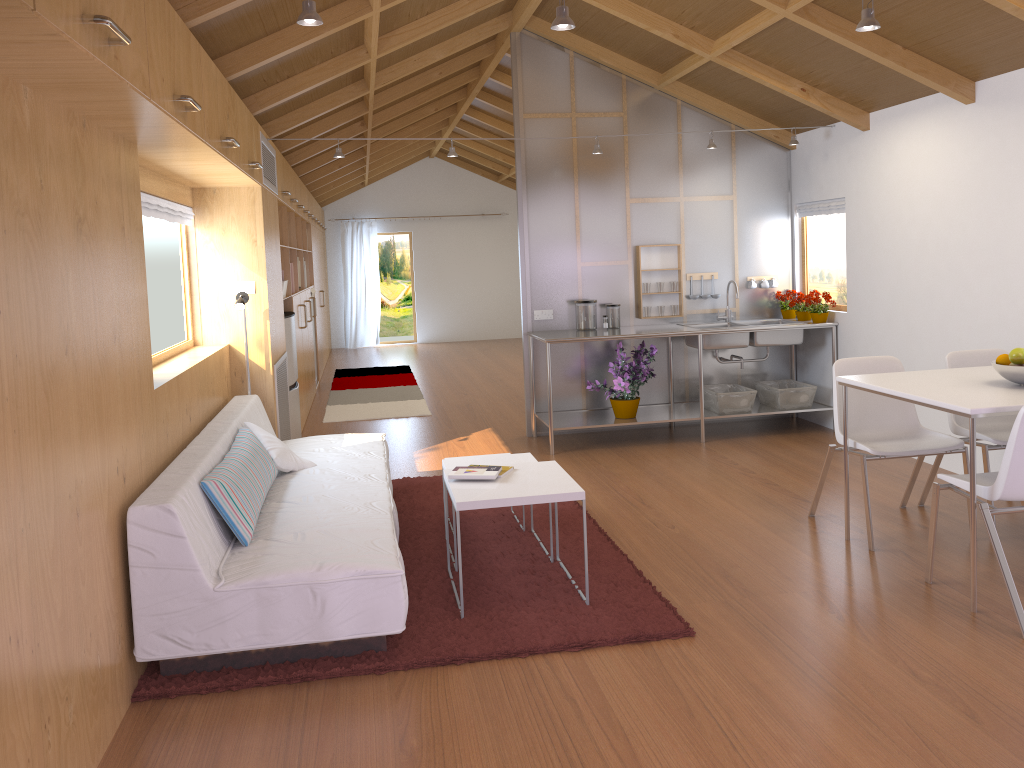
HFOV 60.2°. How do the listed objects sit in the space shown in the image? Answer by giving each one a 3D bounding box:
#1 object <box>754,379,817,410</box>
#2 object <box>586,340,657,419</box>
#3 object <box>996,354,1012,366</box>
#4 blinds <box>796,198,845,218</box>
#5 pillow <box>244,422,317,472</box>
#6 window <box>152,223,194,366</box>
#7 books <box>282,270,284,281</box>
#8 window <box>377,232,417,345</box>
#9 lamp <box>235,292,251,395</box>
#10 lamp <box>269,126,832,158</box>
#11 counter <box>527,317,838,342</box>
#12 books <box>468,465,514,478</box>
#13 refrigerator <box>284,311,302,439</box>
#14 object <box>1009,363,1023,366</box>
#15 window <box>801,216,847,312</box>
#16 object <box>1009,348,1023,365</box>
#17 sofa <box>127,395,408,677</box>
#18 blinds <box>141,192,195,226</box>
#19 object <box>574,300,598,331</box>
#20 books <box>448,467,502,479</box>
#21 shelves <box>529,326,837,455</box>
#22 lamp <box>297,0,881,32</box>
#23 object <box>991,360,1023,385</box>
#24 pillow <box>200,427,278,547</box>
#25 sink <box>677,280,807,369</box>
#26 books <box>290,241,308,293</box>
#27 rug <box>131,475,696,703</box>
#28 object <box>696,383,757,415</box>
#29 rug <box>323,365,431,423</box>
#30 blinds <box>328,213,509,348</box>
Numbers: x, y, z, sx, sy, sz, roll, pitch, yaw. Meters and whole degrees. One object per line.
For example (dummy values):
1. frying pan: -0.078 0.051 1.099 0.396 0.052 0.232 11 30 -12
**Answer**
1. object: 1.994 0.078 6.458 0.299 0.158 0.417 -4 8 -9
2. object: 0.805 -0.035 6.203 0.525 0.549 0.353 -4 5 -18
3. object: 2.008 -0.089 3.601 0.068 0.067 0.068 -6 7 -33
4. blinds: 2.248 -1.278 6.415 0.047 0.110 0.729 -3 8 -9
5. pillow: -1.119 0.298 4.250 0.346 0.250 0.268 4 9 44
6. window: -1.732 -0.508 4.306 0.035 0.785 1.506 -3 7 -9
7. books: -1.771 -0.746 6.565 0.150 0.191 0.089 -3 5 -9
8. window: -1.997 -1.528 14.149 0.875 1.776 0.026 -3 4 -9
9. lamp: -1.478 0.073 5.012 0.183 1.190 0.255 -5 5 -34
10. lamp: 0.363 -1.595 5.839 3.830 0.152 0.073 -4 5 -9
11. counter: 1.205 -0.398 6.365 2.110 0.021 0.654 -4 8 -9
12. books: -0.108 0.362 3.662 0.193 0.016 0.154 1 9 20
13. refrigerator: -1.706 -0.019 6.504 0.262 0.981 0.717 -3 5 -9
14. object: 2.024 -0.054 3.538 0.078 0.089 0.081 2 8 40
15. window: 2.303 -0.939 6.445 0.026 0.790 0.729 -3 6 -9
16. object: 2.010 -0.110 3.501 0.070 0.069 0.077 -3 6 -9
17. sofa: -0.954 0.501 3.938 0.863 0.624 2.370 -3 8 -9
18. blinds: -1.696 -0.848 4.292 0.047 0.110 1.507 -3 8 -9
19. object: 0.541 -0.503 6.452 0.172 0.214 0.173 -2 6 4
20. books: -0.149 0.359 3.585 0.193 0.016 0.154 -1 8 10
21. shelves: 1.221 -0.007 6.392 2.093 0.749 0.636 -4 6 -9
22. lamp: 0.897 -1.162 2.697 3.830 0.152 0.073 -4 5 -9
23. object: 2.061 -0.041 3.540 0.255 0.090 0.257 3 9 33
24. pillow: -1.091 0.390 3.623 0.171 0.250 1.049 -3 8 -9
25. sink: 1.661 -0.438 6.468 0.810 0.637 0.567 -3 6 -9
26. books: -2.094 -1.222 8.374 0.189 0.653 3.130 -3 8 -9
27. rug: -0.511 0.767 4.141 1.886 0.020 2.497 -4 8 -9
28. object: 1.546 0.108 6.383 0.299 0.158 0.417 -4 8 -9
29. rug: -1.460 0.049 9.396 0.917 0.011 3.746 -4 8 -9
30. blinds: -1.426 -1.657 14.071 2.849 2.025 0.234 -4 4 -10
